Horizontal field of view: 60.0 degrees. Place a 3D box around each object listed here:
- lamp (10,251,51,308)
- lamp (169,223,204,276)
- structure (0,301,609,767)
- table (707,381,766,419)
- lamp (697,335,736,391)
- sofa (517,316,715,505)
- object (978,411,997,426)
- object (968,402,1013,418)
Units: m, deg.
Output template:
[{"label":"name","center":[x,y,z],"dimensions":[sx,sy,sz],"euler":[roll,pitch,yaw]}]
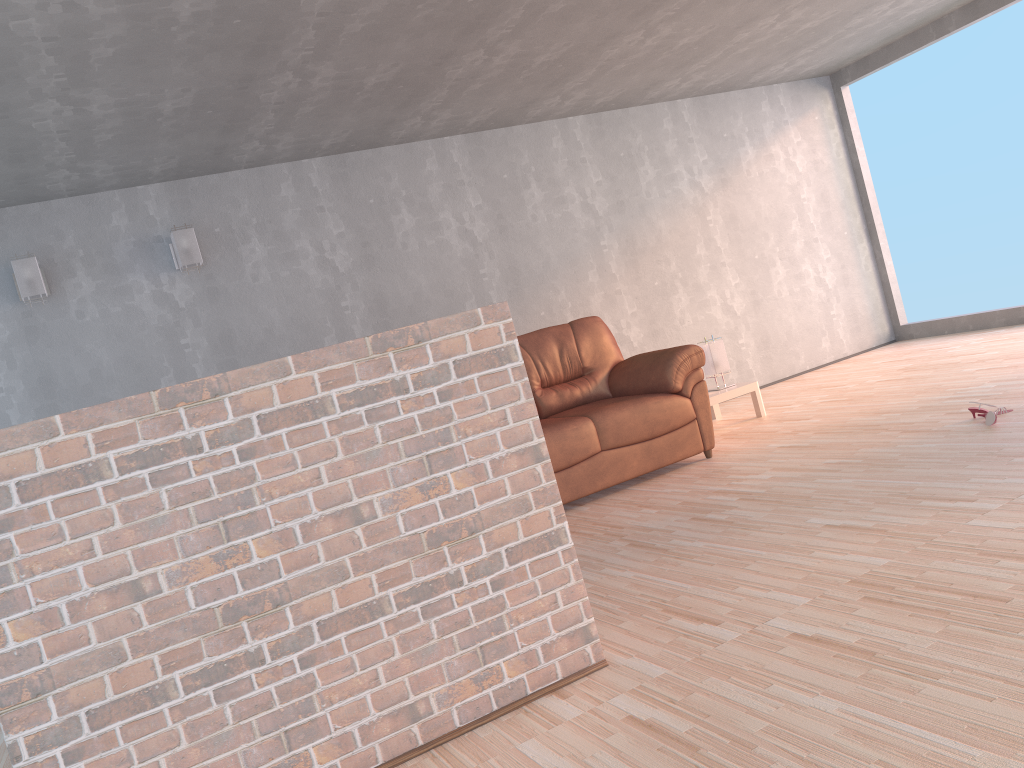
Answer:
[{"label":"lamp","center":[-2.783,-0.600,5.120],"dimensions":[0.165,0.319,0.168],"euler":[-17,3,-25]},{"label":"lamp","center":[-2.015,-0.830,5.492],"dimensions":[0.165,0.319,0.177],"euler":[-17,3,-25]},{"label":"structure","center":[-0.530,0.471,2.256],"dimensions":[1.422,1.057,0.211],"euler":[-17,3,-25]},{"label":"table","center":[1.343,0.184,6.107],"dimensions":[0.548,0.241,0.548],"euler":[-17,3,-25]},{"label":"lamp","center":[1.401,-0.148,6.115],"dimensions":[0.140,0.376,0.140],"euler":[-17,3,-25]},{"label":"sofa","center":[-0.022,0.213,5.015],"dimensions":[2.202,0.923,0.981],"euler":[-17,3,-25]},{"label":"object","center":[2.195,0.147,4.055],"dimensions":[0.078,0.066,0.192],"euler":[-15,3,11]},{"label":"object","center":[2.273,0.107,4.215],"dimensions":[0.188,0.085,0.069],"euler":[-15,3,14]}]
